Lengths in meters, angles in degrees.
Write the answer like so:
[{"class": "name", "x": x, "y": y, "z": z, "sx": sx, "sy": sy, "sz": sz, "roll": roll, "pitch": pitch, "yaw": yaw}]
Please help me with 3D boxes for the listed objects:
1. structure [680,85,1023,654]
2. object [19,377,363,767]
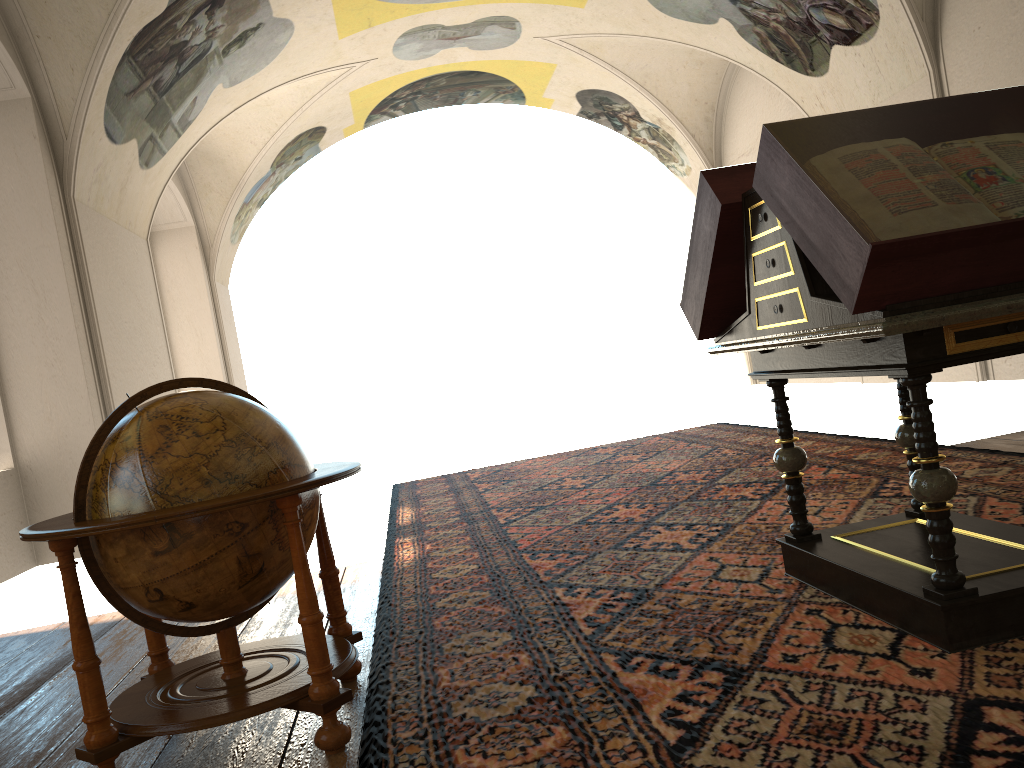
[{"class": "structure", "x": 1.660, "y": -0.085, "z": 3.705, "sx": 1.245, "sy": 1.982, "sz": 1.891, "roll": -10, "pitch": 1, "yaw": -7}, {"class": "object", "x": -1.195, "y": 0.692, "z": 3.535, "sx": 1.280, "sy": 1.449, "sz": 1.276, "roll": -9, "pitch": 2, "yaw": 31}]
